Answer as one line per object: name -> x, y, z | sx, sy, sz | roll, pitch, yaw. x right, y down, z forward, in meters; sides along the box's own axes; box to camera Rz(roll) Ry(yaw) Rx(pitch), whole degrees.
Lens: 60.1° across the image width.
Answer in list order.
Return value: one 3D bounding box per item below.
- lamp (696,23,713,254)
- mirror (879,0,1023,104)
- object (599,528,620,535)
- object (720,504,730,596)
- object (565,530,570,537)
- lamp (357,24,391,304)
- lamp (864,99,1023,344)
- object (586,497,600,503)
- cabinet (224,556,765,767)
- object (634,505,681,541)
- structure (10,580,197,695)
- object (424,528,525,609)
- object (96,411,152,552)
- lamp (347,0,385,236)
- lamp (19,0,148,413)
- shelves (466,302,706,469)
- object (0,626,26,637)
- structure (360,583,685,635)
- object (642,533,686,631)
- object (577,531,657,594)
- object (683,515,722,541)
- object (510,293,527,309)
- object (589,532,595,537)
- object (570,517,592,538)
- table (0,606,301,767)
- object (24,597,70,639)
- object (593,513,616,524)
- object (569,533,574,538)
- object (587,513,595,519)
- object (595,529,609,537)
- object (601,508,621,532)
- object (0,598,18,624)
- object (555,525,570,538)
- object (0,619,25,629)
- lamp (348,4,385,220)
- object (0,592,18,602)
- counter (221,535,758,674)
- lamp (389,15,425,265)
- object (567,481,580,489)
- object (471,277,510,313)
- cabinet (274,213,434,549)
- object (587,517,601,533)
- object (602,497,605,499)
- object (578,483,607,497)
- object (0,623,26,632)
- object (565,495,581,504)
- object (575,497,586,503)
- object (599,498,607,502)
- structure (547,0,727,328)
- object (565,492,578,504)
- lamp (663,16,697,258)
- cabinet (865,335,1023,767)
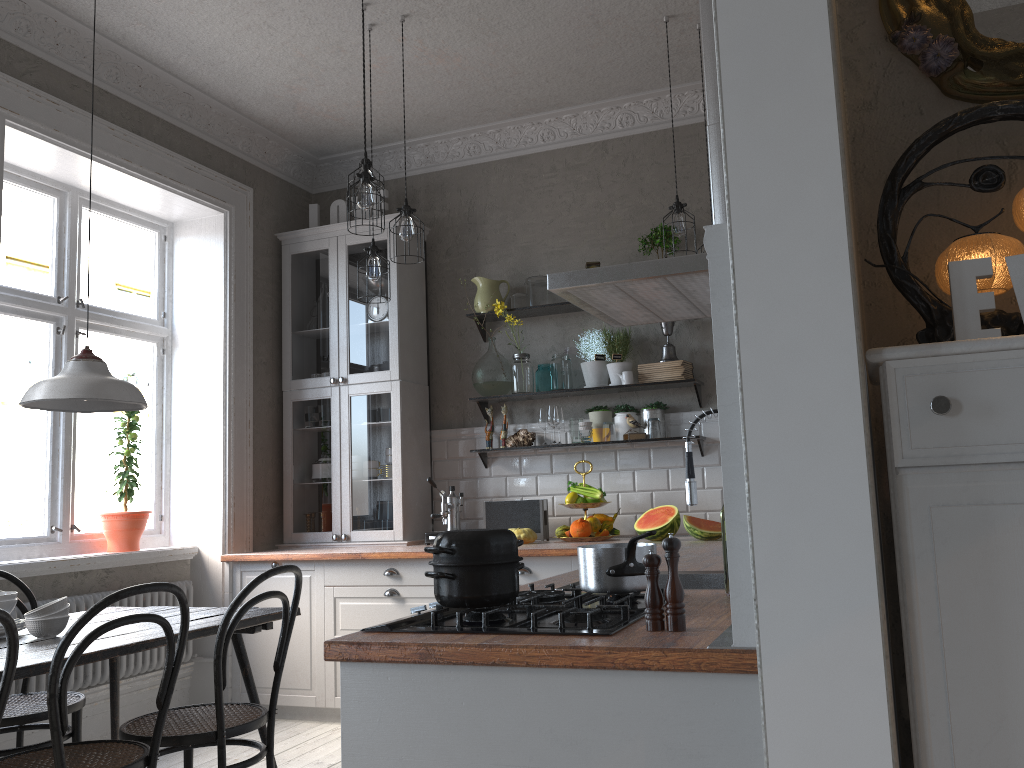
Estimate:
lamp -> 0.909, -1.318, 4.188 | 0.147, 1.734, 0.146 | -1, -7, -6
mirror -> 0.965, -0.824, 1.658 | 0.525, 0.593, 0.072 | -5, -8, 21
object -> 0.494, 0.777, 4.687 | 0.055, 0.044, 0.213 | 2, -8, -29
object -> 0.530, 0.341, 2.036 | 0.088, 0.282, 0.083 | -5, -8, 22
object -> 0.318, 0.782, 4.666 | 0.090, 0.057, 0.084 | 3, -9, -36
lamp -> -0.647, -1.235, 4.070 | 0.148, 1.734, 0.145 | -1, -7, -11
lamp -> 0.838, -0.205, 1.496 | 0.441, 0.558, 0.175 | -6, -8, 29
object -> 0.422, 0.619, 4.639 | 0.076, 0.062, 0.100 | -2, -7, -5
cabinet -> 0.074, 1.103, 3.371 | 2.018, 0.854, 4.133 | 1, -8, -22
object -> 0.713, 0.686, 4.356 | 0.231, 0.174, 0.222 | -9, -10, 43
structure -> -1.965, 1.206, 4.206 | 0.147, 0.428, 1.239 | -5, -8, 20
object -> -0.072, 0.367, 1.775 | 0.190, 0.147, 0.193 | -2, -7, 1
object -> -1.997, 0.452, 4.573 | 0.265, 0.813, 0.254 | 4, -10, -41
lamp -> -0.630, -1.488, 3.744 | 0.149, 1.734, 0.144 | 1, -8, -21
lamp -> -1.450, -0.841, 3.057 | 0.372, 1.858, 0.386 | -6, -8, 29
shelves -> 0.398, 0.010, 4.953 | 1.298, 0.923, 0.232 | -5, -8, 21
object -> -1.649, 0.780, 2.761 | 0.232, 0.027, 0.242 | -8, -9, 39
structure -> 0.057, 0.464, 1.870 | 0.489, 0.031, 0.614 | -5, -8, 22
object -> 0.266, 0.347, 1.557 | 0.072, 0.166, 0.036 | -5, -8, 21
object -> 0.266, 0.376, 1.894 | 0.178, 0.134, 0.298 | 3, -9, -33
object -> 0.932, 0.683, 4.217 | 0.223, 0.127, 0.149 | -3, -7, 4
object -> 0.042, -0.465, 5.148 | 0.102, 0.111, 0.105 | -5, -8, 21
object -> 0.400, 0.785, 4.595 | 0.070, 0.065, 0.070 | -9, -10, 42
object -> 0.352, 0.738, 4.540 | 0.114, 0.110, 0.110 | -1, -7, -11
table -> -1.555, 1.124, 2.494 | 0.892, 0.735, 1.947 | -5, -8, 22
object -> -1.434, 0.721, 2.731 | 0.122, 0.119, 0.130 | -8, -9, 37
object -> 0.488, 0.707, 4.652 | 0.125, 0.056, 0.060 | -4, -7, 13
object -> 0.339, 0.792, 4.674 | 0.069, 0.076, 0.230 | -3, -7, 5
object -> 0.433, 0.736, 4.716 | 0.084, 0.093, 0.088 | -5, -8, 17
object -> 0.462, 0.772, 4.567 | 0.069, 0.051, 0.088 | 0, -8, -20
object -> 0.510, 0.711, 4.635 | 0.128, 0.120, 0.060 | 5, -10, -44
object -> -1.651, 0.727, 2.768 | 0.178, 0.094, 0.181 | -4, -7, 12
object -> 0.296, 0.786, 4.713 | 0.155, 0.072, 0.075 | 4, -9, -39
object -> -1.649, 0.763, 2.763 | 0.232, 0.027, 0.242 | -9, -10, 44
lamp -> -0.660, -1.593, 3.942 | 0.146, 1.734, 0.147 | -3, -7, 8
object -> -1.652, 0.707, 2.770 | 0.178, 0.094, 0.181 | -4, -7, 12
counter -> -0.414, 0.718, 3.442 | 3.117, 0.039, 3.439 | -5, -8, 21
lamp -> -0.494, -1.407, 4.026 | 0.146, 1.734, 0.147 | -3, -7, 8
object -> 0.326, 0.540, 4.684 | 0.073, 0.058, 0.051 | -2, -7, -2
object -> -0.130, -0.511, 5.156 | 0.187, 0.216, 0.176 | -7, -9, 35
cabinet -> -0.936, 0.020, 5.316 | 0.867, 1.920, 0.393 | -5, -8, 21
object -> 0.418, 0.731, 4.597 | 0.089, 0.078, 0.087 | 4, -10, -42
object -> 0.462, 0.617, 4.697 | 0.062, 0.060, 0.065 | -3, -7, 9
object -> 0.439, 0.570, 4.707 | 0.177, 0.096, 0.090 | -9, -10, 41
object -> -1.649, 0.771, 2.762 | 0.239, 0.027, 0.235 | -1, -7, -10
object -> 0.329, 0.623, 4.703 | 0.095, 0.078, 0.102 | -3, -7, 9
object -> 0.358, 0.619, 4.627 | 0.062, 0.061, 0.067 | -5, -8, 21
object -> 0.472, 0.617, 4.654 | 0.051, 0.050, 0.050 | -7, -8, 31
structure -> 0.546, -1.066, 2.996 | 0.703, 1.595, 0.722 | -5, -8, 21
object -> 0.313, 0.598, 4.630 | 0.058, 0.069, 0.080 | -8, -10, 41
lamp -> 0.733, -1.443, 4.124 | 0.150, 1.734, 0.144 | 3, -9, -36
cabinet -> 0.918, 0.580, 1.271 | 0.657, 1.297, 0.389 | -5, -8, 21
